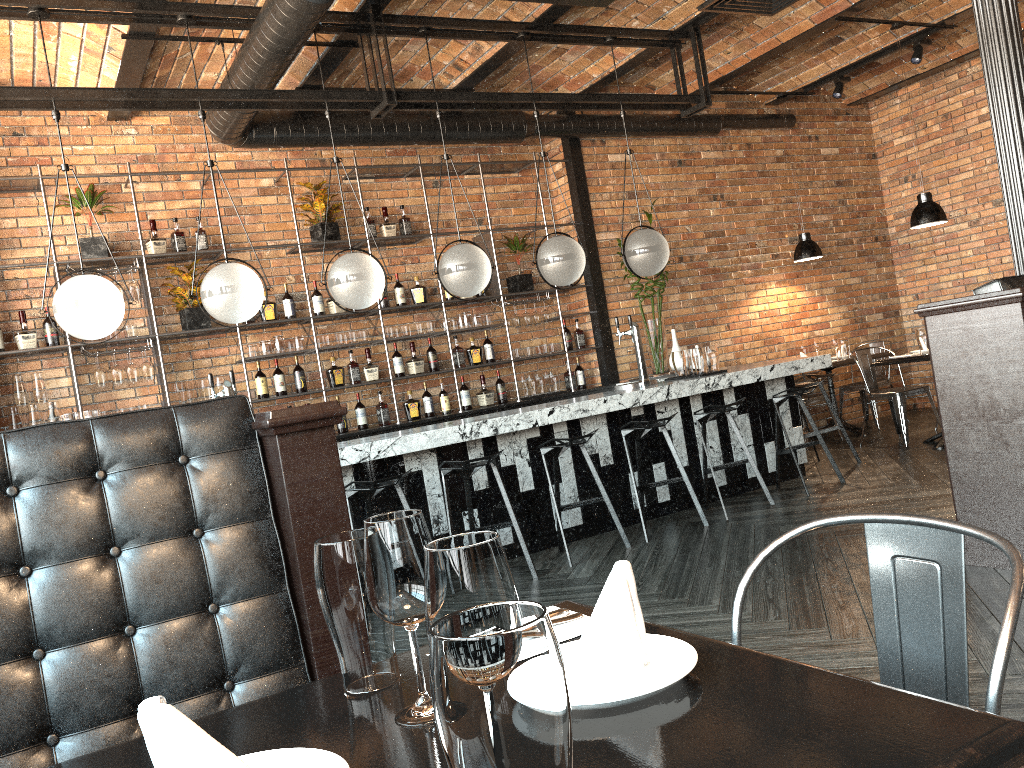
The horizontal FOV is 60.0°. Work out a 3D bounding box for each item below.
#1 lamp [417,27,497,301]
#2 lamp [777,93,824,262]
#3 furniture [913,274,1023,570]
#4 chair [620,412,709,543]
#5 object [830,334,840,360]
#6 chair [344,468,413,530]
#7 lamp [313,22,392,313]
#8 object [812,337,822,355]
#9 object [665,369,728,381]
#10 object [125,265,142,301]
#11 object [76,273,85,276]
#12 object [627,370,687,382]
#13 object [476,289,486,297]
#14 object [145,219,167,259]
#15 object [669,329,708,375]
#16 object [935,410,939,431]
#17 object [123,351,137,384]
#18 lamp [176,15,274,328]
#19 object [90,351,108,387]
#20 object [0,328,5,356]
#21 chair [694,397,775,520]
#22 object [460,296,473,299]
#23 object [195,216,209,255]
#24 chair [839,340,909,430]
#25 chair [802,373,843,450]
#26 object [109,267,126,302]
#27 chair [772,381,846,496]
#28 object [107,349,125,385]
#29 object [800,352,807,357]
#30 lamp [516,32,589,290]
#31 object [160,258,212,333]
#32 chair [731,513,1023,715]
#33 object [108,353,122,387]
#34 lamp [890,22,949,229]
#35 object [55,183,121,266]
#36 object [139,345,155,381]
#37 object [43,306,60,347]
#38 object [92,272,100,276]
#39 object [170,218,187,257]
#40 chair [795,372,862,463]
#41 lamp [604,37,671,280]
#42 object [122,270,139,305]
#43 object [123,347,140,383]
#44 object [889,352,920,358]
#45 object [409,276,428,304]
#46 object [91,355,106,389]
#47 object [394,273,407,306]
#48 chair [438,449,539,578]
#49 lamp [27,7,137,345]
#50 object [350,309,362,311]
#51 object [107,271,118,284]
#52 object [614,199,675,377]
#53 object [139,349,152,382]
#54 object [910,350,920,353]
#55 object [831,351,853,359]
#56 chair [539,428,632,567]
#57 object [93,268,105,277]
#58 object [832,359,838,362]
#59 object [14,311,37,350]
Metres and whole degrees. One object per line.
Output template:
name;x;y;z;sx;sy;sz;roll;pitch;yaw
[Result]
lamp;-0.413;-1.400;5.662;0.340;1.754;0.340;-9;1;17
lamp;2.802;-2.049;8.777;0.291;1.653;0.291;-9;1;36
furniture;3.998;-0.139;1.972;1.979;1.212;5.451;-10;1;-29
chair;0.890;0.574;5.657;0.475;0.737;0.414;-10;1;-24
object;3.158;-0.357;8.647;0.092;0.244;0.092;-10;1;-23
chair;-0.696;0.848;4.763;0.475;0.737;0.414;-10;1;-34
lamp;-1.044;-1.291;5.306;0.340;1.754;0.340;-9;1;17
object;3.061;-0.344;8.891;0.092;0.244;0.092;-10;1;-23
object;1.373;-0.065;6.635;0.273;0.019;0.437;-10;1;-29
object;-2.690;-0.715;6.301;0.092;0.244;0.092;-10;1;-23
object;-3.039;-0.656;6.294;0.092;0.244;0.092;-10;1;-23
object;1.349;-0.075;7.977;0.622;0.014;0.622;-9;1;33
object;-0.290;-0.891;7.744;0.086;0.297;0.086;-9;1;20
object;-2.606;-1.061;6.481;0.123;0.279;0.123;-10;1;-40
object;1.502;-0.288;7.628;0.316;0.397;0.319;-9;1;20
object;4.108;-0.050;7.991;0.504;0.857;0.558;-10;1;-29
object;-2.765;-0.123;6.402;0.092;0.244;0.092;-10;1;-23
lamp;-1.675;-1.182;4.950;0.340;1.754;0.340;-9;1;17
object;-2.865;-0.103;6.156;0.092;0.244;0.092;-10;1;-23
object;-3.484;-0.339;5.975;0.086;0.298;0.086;-9;1;20
chair;1.393;0.487;5.940;0.475;0.737;0.414;-10;1;-34
object;-0.410;-0.860;7.656;0.123;0.279;0.123;-10;1;-20
object;-2.327;-1.112;6.637;0.083;0.282;0.083;-10;1;-14
chair;3.664;0.010;9.131;0.558;0.857;0.504;-10;1;-34
chair;2.749;0.169;8.551;0.558;0.857;0.504;-10;1;-29
object;-2.779;-0.699;6.251;0.092;0.244;0.092;-10;1;-23
chair;1.998;0.382;6.282;0.475;0.737;0.414;-10;1;-39
object;-2.771;-0.119;6.210;0.092;0.244;0.092;-10;1;-23
object;2.902;-0.255;8.688;0.232;0.139;0.232;-10;1;-35
lamp;0.218;-1.509;6.018;0.340;1.754;0.340;-9;1;17
object;-2.363;-0.646;6.549;0.430;0.526;0.425;-10;1;-17
chair;0.395;0.650;1.155;0.558;0.857;0.504;-10;1;-24
object;-2.850;-0.108;6.354;0.092;0.244;0.092;-10;1;-23
lamp;3.257;-2.106;7.204;0.291;1.653;0.291;-9;1;16
object;-2.994;-1.134;6.301;0.377;0.554;0.422;-10;1;-41
object;-2.596;-0.149;6.308;0.092;0.244;0.092;-10;1;-23
object;-3.183;-0.391;6.113;0.086;0.299;0.086;-9;1;20
object;-2.944;-0.673;6.347;0.092;0.244;0.092;-10;1;-23
object;-2.470;-1.087;6.556;0.083;0.282;0.083;-10;1;-44
chair;2.431;0.300;7.139;0.414;0.737;0.475;-10;1;-24
lamp;0.849;-1.619;6.374;0.340;1.754;0.340;-9;1;17
object;-2.769;-0.703;6.445;0.092;0.244;0.092;-10;1;-23
object;-2.685;-0.134;6.258;0.092;0.244;0.092;-10;1;-23
object;3.255;-0.242;7.292;0.157;0.019;0.255;-10;1;-29
object;-0.784;-0.779;7.459;0.151;0.248;0.094;-9;1;0
object;-2.945;-0.091;6.300;0.092;0.244;0.092;-10;1;-23
object;-0.942;-0.779;7.409;0.086;0.298;0.086;-9;1;20
chair;-0.196;0.762;5.045;0.475;0.737;0.414;-10;1;-19
lamp;-2.306;-1.072;4.594;0.340;1.754;0.340;-9;1;17
object;-1.279;-0.712;7.182;0.083;0.282;0.083;-10;1;-29
object;-2.859;-0.688;6.395;0.092;0.244;0.092;-10;1;-23
object;1.248;-0.836;7.950;0.584;1.546;0.673;-9;1;10
object;-2.675;-0.138;6.452;0.092;0.244;0.092;-10;1;-23
object;3.438;-0.329;7.400;0.232;0.139;0.232;-10;1;-35
object;3.288;-0.322;8.899;0.232;0.139;0.232;-9;1;3
chair;0.357;0.666;5.356;0.475;0.737;0.414;-10;1;-34
object;-2.865;-0.684;6.203;0.092;0.244;0.092;-10;1;-23
object;3.019;-0.217;8.494;0.255;0.019;0.157;-10;1;-29
object;-3.307;-0.358;6.023;0.123;0.279;0.123;-10;1;-40
